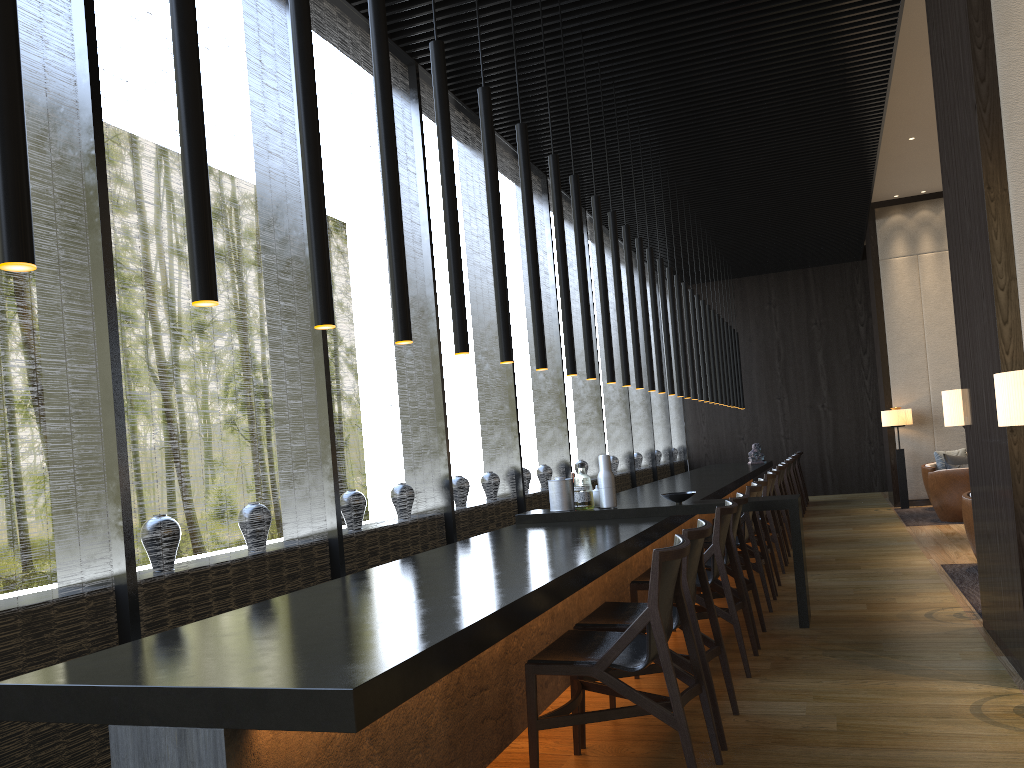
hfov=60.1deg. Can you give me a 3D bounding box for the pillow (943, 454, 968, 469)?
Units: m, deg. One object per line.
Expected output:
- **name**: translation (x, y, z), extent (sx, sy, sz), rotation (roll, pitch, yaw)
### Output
- **pillow**: translation (5.762, 1.049, 11.301), extent (0.472, 0.360, 0.219), rotation (-6, -2, 17)

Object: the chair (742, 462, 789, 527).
- **chair**: translation (2.750, 1.279, 9.566), extent (0.564, 0.826, 0.526), rotation (-6, -2, 20)

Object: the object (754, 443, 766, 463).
- **object**: translation (3.777, 1.067, 13.661), extent (0.163, 0.312, 0.210), rotation (-3, -3, -45)

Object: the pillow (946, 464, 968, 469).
- **pillow**: translation (5.000, 0.998, 9.684), extent (0.442, 0.338, 0.205), rotation (-6, -3, 27)

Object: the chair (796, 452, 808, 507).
- **chair**: translation (4.209, 1.472, 13.576), extent (0.564, 0.826, 0.526), rotation (-6, -2, 20)

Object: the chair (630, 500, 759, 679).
- **chair**: translation (0.925, 1.036, 4.548), extent (0.564, 0.826, 0.526), rotation (-6, -2, 20)

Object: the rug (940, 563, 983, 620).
- **rug**: translation (3.940, 1.282, 5.654), extent (1.961, 0.008, 2.243), rotation (-6, -5, 20)

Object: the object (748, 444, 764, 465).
- **object**: translation (3.688, 1.058, 13.428), extent (0.207, 0.310, 0.162), rotation (-5, -2, 0)

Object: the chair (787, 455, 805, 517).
- **chair**: translation (3.657, 1.399, 12.059), extent (0.564, 0.826, 0.526), rotation (-6, -2, 20)

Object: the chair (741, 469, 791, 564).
- **chair**: translation (2.207, 1.207, 8.073), extent (0.564, 0.826, 0.526), rotation (-6, -2, 20)

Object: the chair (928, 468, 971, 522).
- **chair**: translation (5.062, 1.215, 9.791), extent (0.805, 0.603, 0.606), rotation (-6, -3, 20)

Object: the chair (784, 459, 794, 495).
- **chair**: translation (3.105, 1.326, 10.542), extent (0.564, 0.826, 0.526), rotation (-6, -2, 20)

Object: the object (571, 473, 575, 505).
- **object**: translation (0.421, 0.718, 5.961), extent (0.067, 0.237, 0.067), rotation (-5, -1, 13)

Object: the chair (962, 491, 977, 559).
- **chair**: translation (3.824, 1.070, 6.636), extent (0.805, 0.603, 0.606), rotation (-6, -3, 20)

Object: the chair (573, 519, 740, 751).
- **chair**: translation (0.578, 0.990, 3.596), extent (0.564, 0.826, 0.526), rotation (-6, -2, 20)

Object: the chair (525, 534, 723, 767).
- **chair**: translation (0.382, 0.964, 3.055), extent (0.564, 0.826, 0.526), rotation (-6, -2, 20)

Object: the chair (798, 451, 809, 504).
- **chair**: translation (4.405, 1.498, 14.117), extent (0.564, 0.826, 0.526), rotation (-6, -2, 20)

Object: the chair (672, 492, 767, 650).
- **chair**: translation (1.121, 1.062, 5.088), extent (0.564, 0.826, 0.526), rotation (-6, -2, 20)

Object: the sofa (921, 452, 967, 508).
- **sofa**: translation (6.014, 1.206, 11.270), extent (1.451, 0.692, 0.603), rotation (-6, -3, 20)

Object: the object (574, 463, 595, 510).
- **object**: translation (0.463, 0.666, 5.772), extent (0.129, 0.305, 0.129), rotation (-5, -2, 6)

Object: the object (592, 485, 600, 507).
- **object**: translation (0.569, 0.711, 5.912), extent (0.136, 0.217, 0.136), rotation (-5, -2, 7)

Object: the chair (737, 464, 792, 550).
- **chair**: translation (2.553, 1.252, 9.025), extent (0.564, 0.826, 0.526), rotation (-6, -2, 20)

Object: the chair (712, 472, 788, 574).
- **chair**: translation (2.010, 1.180, 7.533), extent (0.564, 0.826, 0.526), rotation (-6, -2, 20)

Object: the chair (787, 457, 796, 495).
- **chair**: translation (3.302, 1.352, 11.083), extent (0.564, 0.826, 0.526), rotation (-6, -2, 20)

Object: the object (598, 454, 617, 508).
- **object**: translation (0.615, 0.632, 5.763), extent (0.113, 0.344, 0.113), rotation (-5, -1, 15)

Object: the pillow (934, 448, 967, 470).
- **pillow**: translation (5.719, 1.046, 11.481), extent (0.433, 0.399, 0.201), rotation (-5, -2, -2)

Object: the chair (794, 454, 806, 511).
- **chair**: translation (3.853, 1.425, 12.600), extent (0.564, 0.826, 0.526), rotation (-6, -2, 20)

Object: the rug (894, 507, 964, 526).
- **rug**: translation (5.698, 1.515, 10.488), extent (2.044, 0.008, 2.243), rotation (-6, -5, 20)

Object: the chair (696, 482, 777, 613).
- **chair**: translation (1.468, 1.108, 6.040), extent (0.564, 0.826, 0.526), rotation (-6, -2, 20)

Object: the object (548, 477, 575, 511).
- **object**: translation (0.328, 0.728, 5.877), extent (0.169, 0.219, 0.169), rotation (-5, -2, 15)

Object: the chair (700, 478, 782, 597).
- **chair**: translation (1.664, 1.134, 6.581), extent (0.564, 0.826, 0.526), rotation (-6, -2, 20)

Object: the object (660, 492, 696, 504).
- **object**: translation (1.057, 0.728, 5.622), extent (0.228, 0.067, 0.227), rotation (-6, -5, 22)
